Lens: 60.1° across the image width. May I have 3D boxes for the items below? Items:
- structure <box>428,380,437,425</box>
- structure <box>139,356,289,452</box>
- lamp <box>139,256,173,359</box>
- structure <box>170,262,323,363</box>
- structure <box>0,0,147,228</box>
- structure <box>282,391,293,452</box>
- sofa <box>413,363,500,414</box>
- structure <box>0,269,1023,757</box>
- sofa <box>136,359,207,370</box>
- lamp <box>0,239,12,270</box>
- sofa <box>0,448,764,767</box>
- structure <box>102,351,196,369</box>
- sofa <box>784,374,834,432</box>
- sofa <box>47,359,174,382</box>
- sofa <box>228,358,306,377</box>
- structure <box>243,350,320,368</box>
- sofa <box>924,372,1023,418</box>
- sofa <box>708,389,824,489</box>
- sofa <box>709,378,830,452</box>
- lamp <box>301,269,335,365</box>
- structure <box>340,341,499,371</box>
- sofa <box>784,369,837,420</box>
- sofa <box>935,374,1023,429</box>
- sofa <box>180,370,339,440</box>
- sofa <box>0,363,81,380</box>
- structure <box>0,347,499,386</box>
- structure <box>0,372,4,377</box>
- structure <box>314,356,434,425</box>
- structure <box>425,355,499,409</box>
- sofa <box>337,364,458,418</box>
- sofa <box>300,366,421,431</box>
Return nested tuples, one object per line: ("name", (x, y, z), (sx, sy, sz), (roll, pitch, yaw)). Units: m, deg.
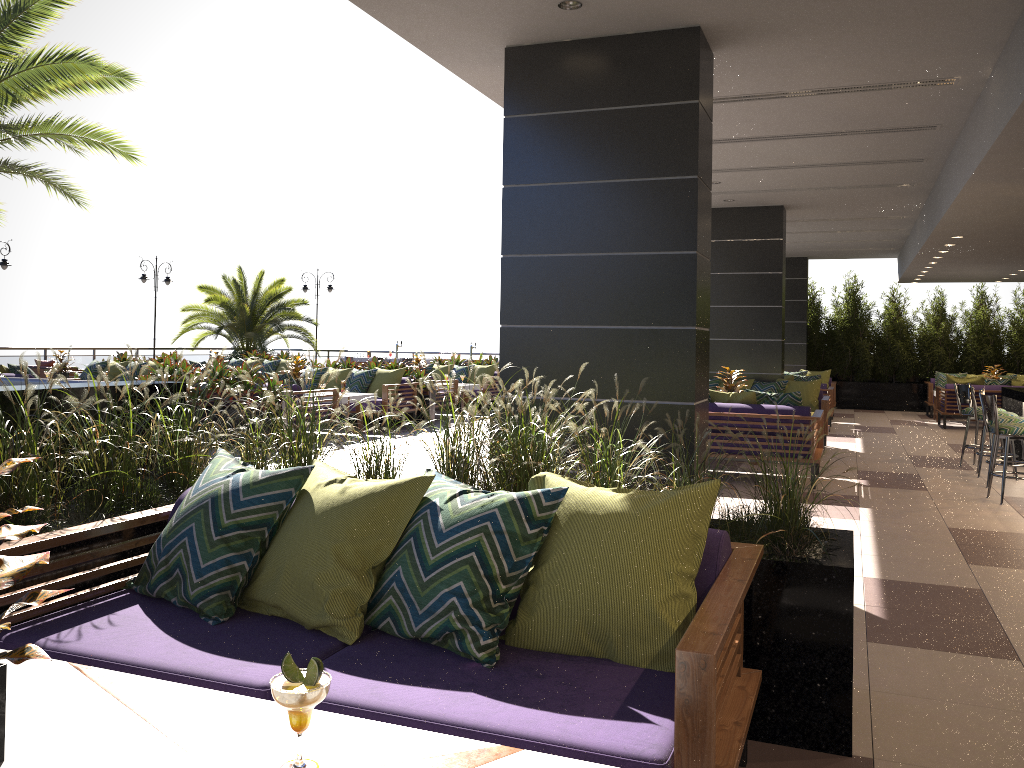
("structure", (-1.266, 0.295, 13.985), (0.100, 0.701, 0.180), (1, -1, 21))
("structure", (-3.740, 0.259, 10.807), (2.251, 1.173, 0.737), (2, 0, 22))
("lamp", (-8.795, -1.503, 21.804), (0.264, 3.330, 1.121), (1, -1, 21))
("structure", (-6.871, -1.513, 23.156), (3.799, 3.306, 3.753), (1, 1, -11))
("structure", (-6.592, -2.386, 9.663), (4.710, 6.509, 4.739), (1, 0, 39))
("structure", (-2.641, 0.433, 10.391), (0.100, 0.701, 0.180), (1, -1, 21))
("sofa", (-1.273, 0.040, 17.252), (2.126, 0.920, 1.119), (2, 1, 21))
("structure", (3.738, -0.590, 8.646), (7.819, 3.123, 24.721), (2, 3, 21))
("sofa", (-6.287, -0.023, 16.695), (2.126, 0.920, 1.119), (2, 1, 21))
("lamp", (-10.433, -1.339, 17.521), (0.264, 3.330, 1.121), (1, -1, 21))
("sofa", (-0.396, 0.712, 2.669), (2.126, 0.920, 1.119), (2, 1, 21))
("structure", (-6.612, -0.026, 16.004), (2.249, 1.173, 0.714), (2, 0, 18))
("sofa", (4.258, 0.246, 14.834), (2.126, 0.920, 1.119), (2, 1, 21))
("sofa", (-6.798, 0.032, 15.278), (2.126, 0.920, 1.119), (2, 1, 21))
("sofa", (-5.449, -0.105, 18.850), (2.126, 0.920, 1.119), (2, 1, 21))
("structure", (-5.211, -0.163, 19.603), (2.251, 1.173, 0.737), (2, 0, 22))
("sofa", (9.296, 0.221, 17.355), (2.126, 0.920, 1.119), (2, 1, 21))
("sofa", (2.050, 0.467, 9.061), (2.126, 0.920, 1.119), (2, 1, 21))
("sofa", (3.103, 0.362, 11.814), (2.126, 0.920, 1.119), (2, 1, 21))
("lamp", (-5.379, -1.559, 24.378), (1.122, 3.331, 0.263), (1, -1, 21))
("structure", (-2.048, -0.367, 21.407), (4.402, 1.330, 0.804), (2, 0, 21))
("sofa", (5.175, 0.154, 17.232), (2.126, 0.920, 1.119), (2, 1, 21))
("sofa", (8.378, 0.313, 14.957), (2.126, 0.920, 1.119), (2, 1, 21))
("sofa", (-3.453, 0.260, 11.522), (2.126, 0.920, 1.119), (2, 1, 21))
("sofa", (-7.629, 0.114, 13.120), (2.126, 0.920, 1.119), (2, 1, 21))
("structure", (-4.675, 0.010, 14.976), (12.921, 1.059, 17.498), (2, 3, 21))
("structure", (-7.970, 0.113, 12.389), (2.251, 1.173, 0.737), (2, 0, 22))
("structure", (-2.363, 0.122, 14.397), (2.420, 1.174, 0.700), (2, 0, 23))
("structure", (-0.980, -0.018, 18.021), (2.251, 1.173, 0.737), (2, 0, 22))
("sofa", (-2.104, 0.122, 15.094), (2.126, 0.920, 1.119), (2, 1, 21))
("sofa", (-2.615, 0.177, 13.676), (2.126, 0.920, 1.119), (2, 1, 21))
